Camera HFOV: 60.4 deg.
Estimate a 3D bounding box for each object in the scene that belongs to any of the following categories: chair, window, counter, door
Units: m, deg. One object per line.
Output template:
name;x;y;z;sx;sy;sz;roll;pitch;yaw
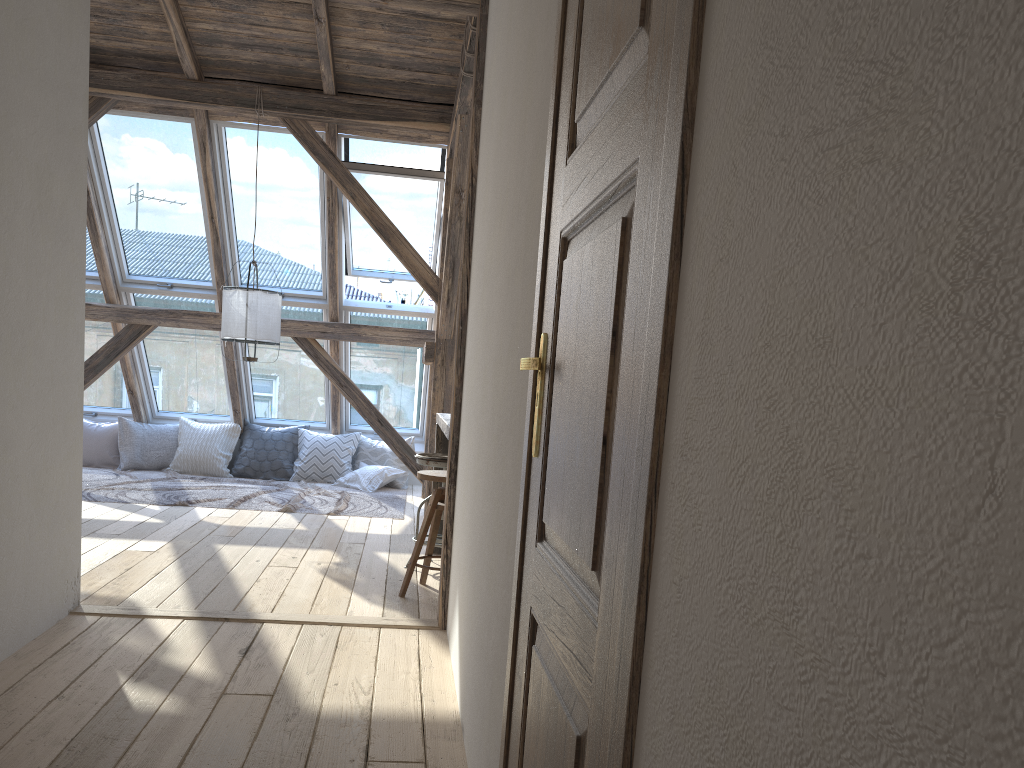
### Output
chair;-0.384;0.714;4.904;0.351;0.644;0.352;7;6;26
window;-1.181;-0.077;8.282;0.856;1.291;1.084;4;4;-7
counter;0.588;0.686;5.787;2.243;0.860;3.780;4;0;-7
chair;-0.323;0.734;4.299;0.340;0.602;0.338;5;5;13
window;-3.707;-1.475;6.810;0.856;1.291;1.084;4;4;-7
window;-2.796;-1.406;6.926;0.856;1.291;1.084;4;4;-7
window;-3.914;-0.286;7.934;0.856;1.291;1.084;4;4;-7
window;-1.885;-1.336;7.042;0.856;1.291;1.084;4;4;-7
door;0.085;0.012;1.184;0.082;2.095;0.830;3;6;-7
window;-3.003;-0.217;8.050;0.856;1.291;1.084;4;4;-7
window;-0.980;-1.267;7.207;0.856;1.290;1.392;4;3;-7
window;-2.092;-0.147;8.166;0.856;1.291;1.084;4;4;-7

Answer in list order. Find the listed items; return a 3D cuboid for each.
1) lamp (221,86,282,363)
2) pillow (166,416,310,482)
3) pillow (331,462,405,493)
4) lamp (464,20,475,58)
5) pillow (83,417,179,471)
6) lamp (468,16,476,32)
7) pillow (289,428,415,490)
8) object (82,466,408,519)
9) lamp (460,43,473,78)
lamp;-1.799;-1.105;6.172;0.404;1.918;0.398;9;8;34
pillow;-2.599;0.612;8.365;1.273;0.570;0.462;4;4;-6
pillow;-1.345;0.875;8.182;0.533;0.244;0.474;5;1;34
lamp;-0.157;-1.167;4.408;0.239;1.252;0.107;5;7;5
pillow;-3.588;0.572;8.269;1.135;0.531;0.430;4;4;-15
lamp;-0.132;-1.114;4.106;0.226;1.357;0.107;4;7;-5
pillow;-1.507;0.724;8.463;1.155;0.540;0.496;4;4;-2
object;-2.488;0.857;7.442;3.189;0.057;2.169;4;0;-7
lamp;-0.201;-1.143;4.696;0.225;1.304;0.107;4;7;-5
